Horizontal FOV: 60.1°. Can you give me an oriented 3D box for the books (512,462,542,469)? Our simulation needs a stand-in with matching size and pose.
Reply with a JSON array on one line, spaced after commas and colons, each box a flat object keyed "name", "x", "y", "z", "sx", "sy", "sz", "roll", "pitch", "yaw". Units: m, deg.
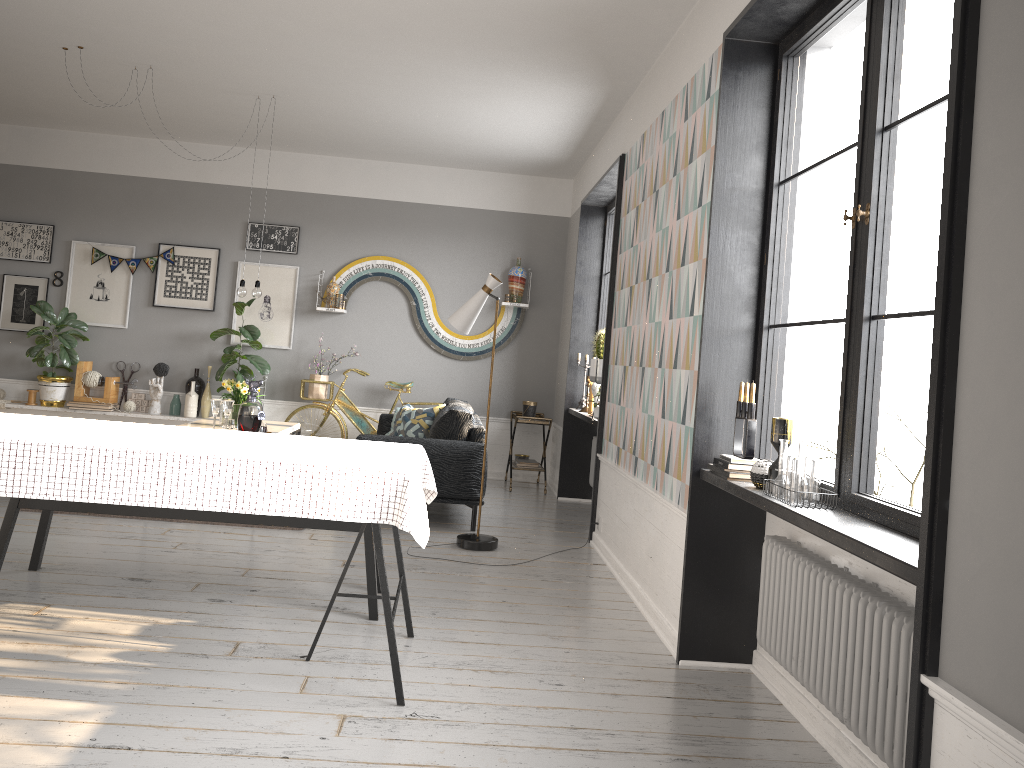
[{"name": "books", "x": 0.135, "y": 0.750, "z": 8.141, "sx": 0.229, "sy": 0.016, "sz": 0.285, "roll": 5, "pitch": 2, "yaw": -10}]

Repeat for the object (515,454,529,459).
[{"name": "object", "x": 0.093, "y": 0.712, "z": 8.385, "sx": 0.145, "sy": 0.073, "sz": 0.146, "roll": 5, "pitch": 1, "yaw": -18}]

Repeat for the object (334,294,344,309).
[{"name": "object", "x": -1.635, "y": -0.779, "z": 8.378, "sx": 0.085, "sy": 0.140, "sz": 0.086, "roll": 5, "pitch": -1, "yaw": -11}]

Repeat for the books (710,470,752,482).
[{"name": "books", "x": 0.878, "y": 0.355, "z": 3.425, "sx": 0.162, "sy": 0.011, "sz": 0.267, "roll": 5, "pitch": 2, "yaw": -1}]

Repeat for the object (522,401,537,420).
[{"name": "object", "x": 0.154, "y": 0.242, "z": 8.048, "sx": 0.142, "sy": 0.161, "sz": 0.138, "roll": 4, "pitch": -1, "yaw": 34}]

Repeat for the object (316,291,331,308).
[{"name": "object", "x": -1.779, "y": -0.801, "z": 8.354, "sx": 0.197, "sy": 0.166, "sz": 0.060, "roll": 5, "pitch": -2, "yaw": 30}]

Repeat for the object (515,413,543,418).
[{"name": "object", "x": 0.163, "y": 0.304, "z": 8.401, "sx": 0.246, "sy": 0.015, "sz": 0.318, "roll": 5, "pitch": 2, "yaw": -4}]

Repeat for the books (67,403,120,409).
[{"name": "books", "x": -3.882, "y": 0.199, "z": 8.207, "sx": 0.384, "sy": 0.029, "sz": 0.260, "roll": 5, "pitch": 2, "yaw": -3}]

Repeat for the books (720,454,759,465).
[{"name": "books", "x": 0.878, "y": 0.290, "z": 3.389, "sx": 0.123, "sy": 0.017, "sz": 0.153, "roll": 5, "pitch": 2, "yaw": -3}]

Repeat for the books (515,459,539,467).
[{"name": "books", "x": 0.132, "y": 0.731, "z": 8.151, "sx": 0.201, "sy": 0.023, "sz": 0.298, "roll": 5, "pitch": 2, "yaw": -3}]

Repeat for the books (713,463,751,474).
[{"name": "books", "x": 0.884, "y": 0.326, "z": 3.416, "sx": 0.174, "sy": 0.011, "sz": 0.216, "roll": 5, "pitch": 2, "yaw": 2}]

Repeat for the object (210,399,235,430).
[{"name": "object", "x": -1.982, "y": 0.222, "z": 6.026, "sx": 0.168, "sy": 0.227, "sz": 0.082, "roll": 5, "pitch": -2, "yaw": 8}]

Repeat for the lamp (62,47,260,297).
[{"name": "lamp", "x": -2.508, "y": -1.451, "z": 6.293, "sx": 1.391, "sy": 1.540, "sz": 0.074, "roll": 5, "pitch": -2, "yaw": -35}]

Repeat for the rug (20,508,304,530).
[{"name": "rug", "x": -2.254, "y": 0.791, "z": 6.717, "sx": 1.769, "sy": 0.034, "sz": 2.526, "roll": 5, "pitch": 2, "yaw": -4}]

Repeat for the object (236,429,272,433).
[{"name": "object", "x": -1.795, "y": 0.340, "z": 6.046, "sx": 0.246, "sy": 0.015, "sz": 0.318, "roll": 5, "pitch": 2, "yaw": -4}]

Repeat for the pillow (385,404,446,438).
[{"name": "pillow", "x": -0.810, "y": 0.329, "z": 7.640, "sx": 0.442, "sy": 0.363, "sz": 0.799, "roll": 5, "pitch": 1, "yaw": -22}]

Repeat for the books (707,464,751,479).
[{"name": "books", "x": 0.886, "y": 0.341, "z": 3.424, "sx": 0.183, "sy": 0.019, "sz": 0.271, "roll": 5, "pitch": 2, "yaw": -5}]

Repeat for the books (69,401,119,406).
[{"name": "books", "x": -3.884, "y": 0.176, "z": 8.218, "sx": 0.379, "sy": 0.017, "sz": 0.229, "roll": 5, "pitch": 2, "yaw": -7}]

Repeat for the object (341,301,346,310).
[{"name": "object", "x": -1.619, "y": -0.751, "z": 8.456, "sx": 0.062, "sy": 0.082, "sz": 0.062, "roll": 5, "pitch": -1, "yaw": -28}]

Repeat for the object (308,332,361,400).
[{"name": "object", "x": -1.694, "y": -0.159, "z": 8.327, "sx": 0.488, "sy": 0.643, "sz": 0.252, "roll": 5, "pitch": -2, "yaw": 14}]

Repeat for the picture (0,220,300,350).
[{"name": "picture", "x": -5.564, "y": -1.094, "z": 6.297, "sx": 7.289, "sy": 1.798, "sz": 4.038, "roll": 5, "pitch": 1, "yaw": -4}]

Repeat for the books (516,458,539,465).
[{"name": "books", "x": 0.141, "y": 0.714, "z": 8.154, "sx": 0.177, "sy": 0.013, "sz": 0.294, "roll": 5, "pitch": 2, "yaw": -7}]

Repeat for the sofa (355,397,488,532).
[{"name": "sofa", "x": -0.730, "y": 0.533, "z": 7.017, "sx": 0.969, "sy": 0.799, "sz": 2.340, "roll": 5, "pitch": 1, "yaw": -5}]

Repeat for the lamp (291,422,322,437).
[{"name": "lamp", "x": -1.972, "y": 0.568, "z": 8.099, "sx": 0.433, "sy": 0.438, "sz": 0.431, "roll": 5, "pitch": 0, "yaw": 27}]

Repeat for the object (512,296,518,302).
[{"name": "object", "x": 0.027, "y": -0.813, "z": 8.459, "sx": 0.050, "sy": 0.058, "sz": 0.050, "roll": 5, "pitch": -1, "yaw": -14}]

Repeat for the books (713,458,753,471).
[{"name": "books", "x": 0.880, "y": 0.310, "z": 3.392, "sx": 0.162, "sy": 0.022, "sz": 0.198, "roll": 5, "pitch": 2, "yaw": -3}]

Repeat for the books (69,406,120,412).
[{"name": "books", "x": -3.872, "y": 0.224, "z": 8.212, "sx": 0.367, "sy": 0.021, "sz": 0.296, "roll": 5, "pitch": 2, "yaw": -9}]

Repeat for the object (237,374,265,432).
[{"name": "object", "x": -1.762, "y": 0.143, "z": 5.992, "sx": 0.156, "sy": 0.418, "sz": 0.148, "roll": 4, "pitch": -2, "yaw": 15}]

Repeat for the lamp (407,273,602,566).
[{"name": "lamp", "x": 0.062, "y": 0.178, "z": 5.391, "sx": 1.245, "sy": 1.706, "sz": 0.679, "roll": 5, "pitch": -2, "yaw": -6}]

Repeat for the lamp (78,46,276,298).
[{"name": "lamp", "x": -2.380, "y": -1.439, "z": 6.241, "sx": 1.391, "sy": 1.540, "sz": 0.074, "roll": 5, "pitch": -2, "yaw": -35}]

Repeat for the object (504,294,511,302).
[{"name": "object", "x": -0.042, "y": -0.819, "z": 8.489, "sx": 0.060, "sy": 0.079, "sz": 0.060, "roll": 5, "pitch": -1, "yaw": -15}]
